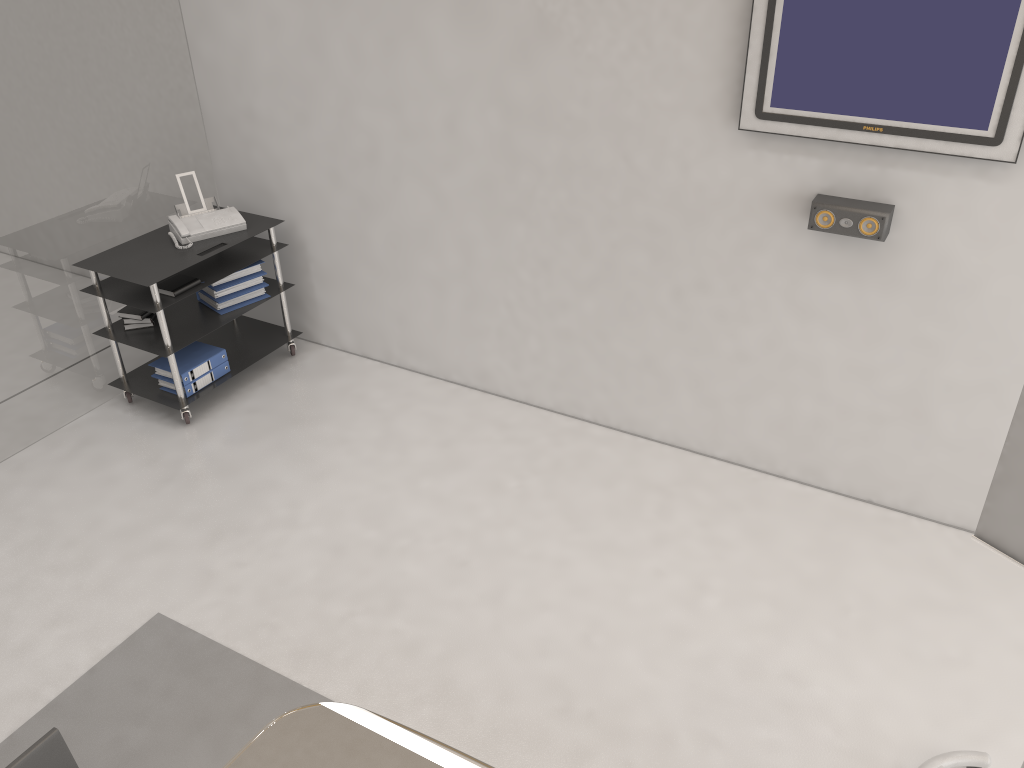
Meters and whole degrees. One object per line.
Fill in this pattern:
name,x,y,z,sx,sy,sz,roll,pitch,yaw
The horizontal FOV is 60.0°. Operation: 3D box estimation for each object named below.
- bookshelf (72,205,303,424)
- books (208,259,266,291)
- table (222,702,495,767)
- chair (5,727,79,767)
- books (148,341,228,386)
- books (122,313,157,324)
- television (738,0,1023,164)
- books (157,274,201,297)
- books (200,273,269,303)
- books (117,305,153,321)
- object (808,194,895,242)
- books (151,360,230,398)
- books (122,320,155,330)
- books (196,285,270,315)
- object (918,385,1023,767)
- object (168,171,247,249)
bookshelf,-1.771,-0.406,5.028,0.567,0.855,0.985,16,35,25
books,-1.599,-0.647,5.007,0.262,0.077,0.320,26,41,37
table,-0.725,1.975,1.223,1.372,0.721,3.054,16,35,25
chair,-0.979,1.365,2.156,0.710,0.805,0.731,6,32,12
books,-1.792,-0.119,4.913,0.263,0.077,0.320,16,35,25
books,-2.021,-0.385,4.850,0.164,0.032,0.183,-2,31,-1
television,1.361,-1.169,3.240,1.013,0.590,0.049,16,35,25
books,-1.752,-0.515,4.633,0.164,0.032,0.183,15,35,24
books,-1.599,-0.585,5.046,0.262,0.077,0.320,26,41,37
books,-2.021,-0.407,4.825,0.164,0.032,0.183,9,33,16
object,1.345,-0.660,3.530,0.298,0.117,0.123,16,35,25
books,-1.789,-0.057,4.951,0.263,0.077,0.320,16,35,25
books,-2.046,-0.360,4.872,0.164,0.032,0.183,-10,32,-14
books,-1.598,-0.524,5.085,0.262,0.077,0.320,26,41,37
object,1.464,0.540,2.184,0.553,2.088,0.560,7,32,13
object,-1.717,-0.969,4.861,0.405,0.280,0.399,-21,37,-29
